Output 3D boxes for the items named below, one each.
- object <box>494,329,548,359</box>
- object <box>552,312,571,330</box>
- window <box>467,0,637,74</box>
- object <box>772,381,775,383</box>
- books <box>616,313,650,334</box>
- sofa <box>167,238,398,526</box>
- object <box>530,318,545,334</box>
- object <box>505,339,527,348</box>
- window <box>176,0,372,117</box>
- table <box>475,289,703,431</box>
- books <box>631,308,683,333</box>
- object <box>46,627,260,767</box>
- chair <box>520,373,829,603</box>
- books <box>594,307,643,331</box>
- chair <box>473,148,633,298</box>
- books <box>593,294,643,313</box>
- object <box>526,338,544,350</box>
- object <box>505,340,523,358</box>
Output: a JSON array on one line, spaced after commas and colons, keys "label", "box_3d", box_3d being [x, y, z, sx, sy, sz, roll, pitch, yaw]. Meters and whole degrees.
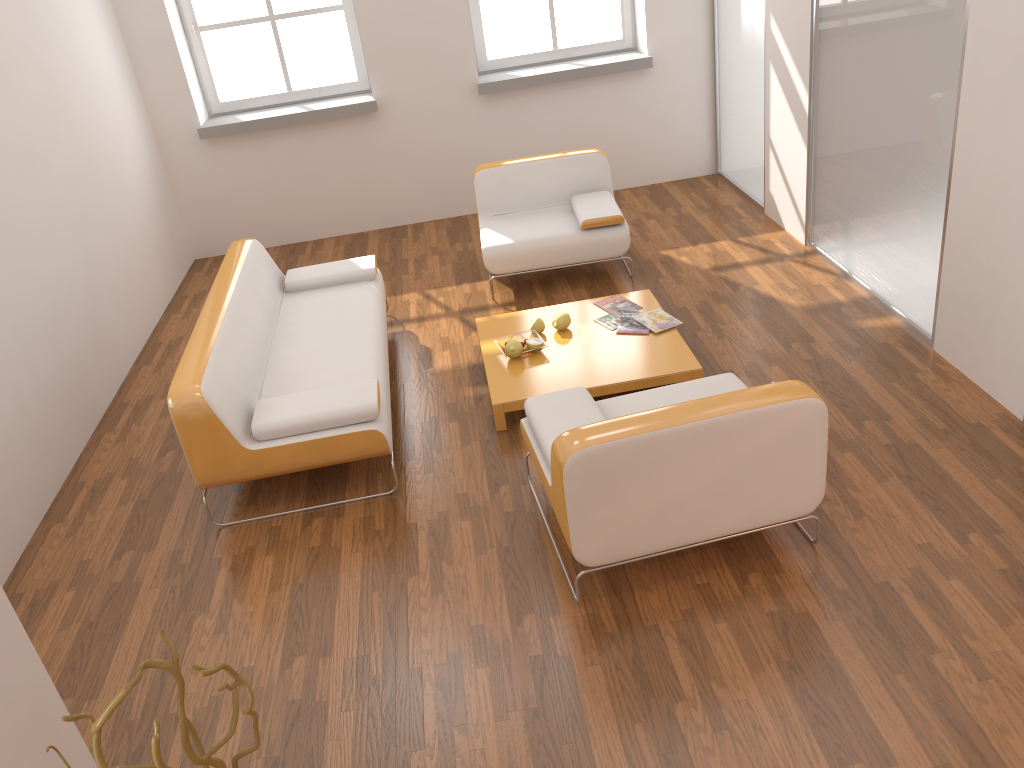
[{"label": "object", "box_3d": [0.046, -0.190, 4.540, 0.227, 0.048, 0.227, -15, 29, -11]}, {"label": "object", "box_3d": [0.262, -0.333, 4.694, 0.105, 0.091, 0.103, -13, 29, -7]}, {"label": "window", "box_3d": [0.238, -3.300, 6.634, 1.308, 1.737, 0.142, -10, 28, -2]}, {"label": "object", "box_3d": [1.139, 0.150, 3.757, 0.189, 0.217, 0.281, -5, 29, 6]}, {"label": "books", "box_3d": [0.649, -0.320, 4.647, 0.171, 0.004, 0.249, 1, 30, 18]}, {"label": "sofa", "box_3d": [-1.069, -0.198, 4.536, 0.825, 0.661, 2.010, -11, 28, -4]}, {"label": "object", "box_3d": [0.134, -0.308, 4.689, 0.080, 0.087, 0.094, 4, 31, 22]}, {"label": "object", "box_3d": [0.028, -0.203, 4.561, 0.134, 0.037, 0.061, -6, 29, 4]}, {"label": "window", "box_3d": [-1.835, -2.942, 6.552, 1.308, 1.737, 0.142, -10, 28, -2]}, {"label": "table", "box_3d": [0.353, -0.157, 4.601, 1.000, 0.150, 1.000, -10, 28, -2]}, {"label": "books", "box_3d": [0.757, -0.333, 4.632, 0.171, 0.004, 0.249, -18, 30, -17]}, {"label": "object", "box_3d": [-0.652, 1.028, 1.709, 0.284, 1.112, 0.655, 0, 30, 16]}, {"label": "chair", "box_3d": [0.551, 0.218, 3.326, 0.923, 0.661, 0.825, -12, 29, -7]}, {"label": "books", "box_3d": [0.581, -0.352, 4.732, 0.249, 0.004, 0.171, -23, 31, -24]}, {"label": "chair", "box_3d": [0.242, -1.065, 5.753, 0.923, 0.661, 0.825, -8, 28, 0]}, {"label": "books", "box_3d": [0.579, -0.433, 4.881, 0.171, 0.004, 0.249, -20, 30, -19]}, {"label": "object", "box_3d": [0.118, -0.194, 4.511, 0.091, 0.065, 0.092, -31, 36, -35]}, {"label": "object", "box_3d": [0.011, -0.178, 4.468, 0.102, 0.095, 0.101, -26, 33, -29]}]
